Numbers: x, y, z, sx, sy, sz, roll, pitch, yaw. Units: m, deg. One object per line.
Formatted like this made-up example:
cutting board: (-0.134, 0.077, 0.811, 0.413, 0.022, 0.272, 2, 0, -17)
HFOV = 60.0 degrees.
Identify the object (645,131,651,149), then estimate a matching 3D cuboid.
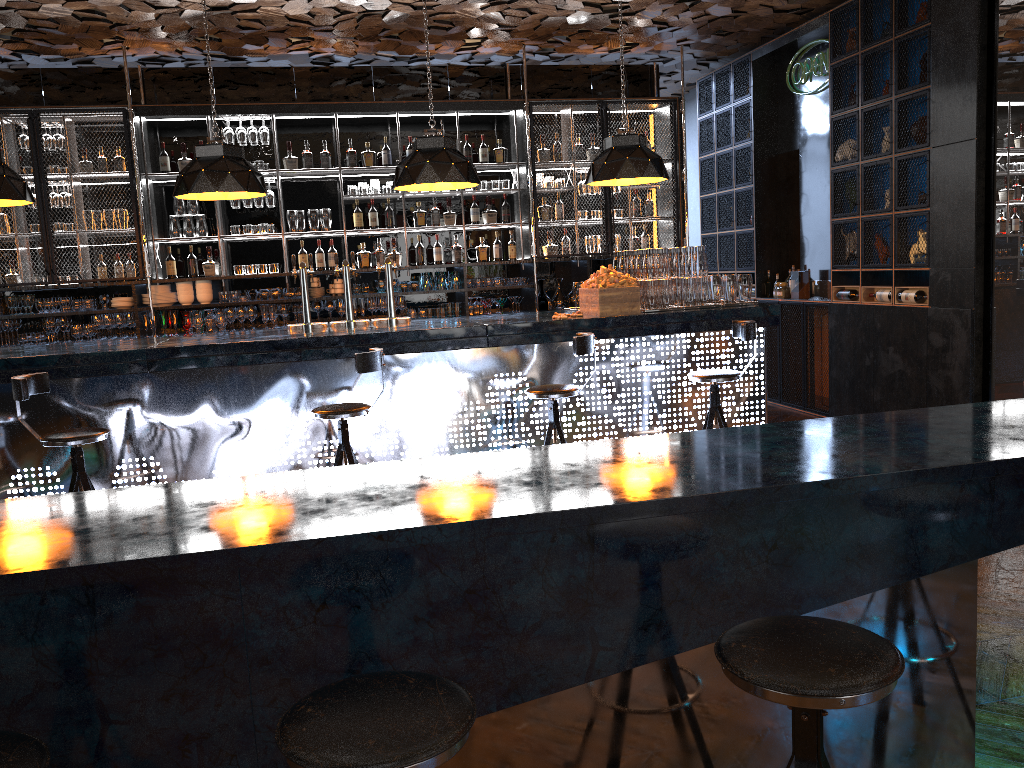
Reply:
object: (1.369, -2.419, 9.015, 0.086, 0.298, 0.086, 3, 10, 41)

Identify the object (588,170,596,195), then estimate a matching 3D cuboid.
object: (0.810, -2.043, 8.982, 0.092, 0.244, 0.092, -6, 8, -18)

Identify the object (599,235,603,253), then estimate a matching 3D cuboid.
object: (0.928, -1.400, 8.980, 0.105, 0.209, 0.105, -7, 8, -27)

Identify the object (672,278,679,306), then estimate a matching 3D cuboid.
object: (1.175, -0.649, 6.269, 0.105, 0.209, 0.105, -1, 8, 13)

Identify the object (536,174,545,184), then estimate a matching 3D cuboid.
object: (0.274, -2.016, 8.710, 0.089, 0.092, 0.089, -1, 8, 13)

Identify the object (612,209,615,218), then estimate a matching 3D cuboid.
object: (0.992, -1.703, 8.897, 0.089, 0.092, 0.089, -7, 8, -28)

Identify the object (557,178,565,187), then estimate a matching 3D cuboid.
object: (0.483, -1.987, 8.773, 0.089, 0.092, 0.089, 3, 10, 38)

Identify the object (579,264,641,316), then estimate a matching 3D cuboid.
object: (0.672, -0.646, 6.032, 0.340, 0.332, 0.464, -4, 8, -9)

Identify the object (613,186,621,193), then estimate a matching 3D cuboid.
object: (1.044, -2.040, 8.865, 0.092, 0.244, 0.092, -6, 8, -18)

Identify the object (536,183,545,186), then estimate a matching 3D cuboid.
object: (0.275, -1.990, 8.713, 0.089, 0.092, 0.089, -1, 8, 13)

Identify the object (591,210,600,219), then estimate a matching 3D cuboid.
object: (0.840, -1.698, 8.926, 0.089, 0.092, 0.089, -5, 8, -11)

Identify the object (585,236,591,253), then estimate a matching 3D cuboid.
object: (0.792, -1.396, 9.005, 0.105, 0.209, 0.105, -7, 8, -27)

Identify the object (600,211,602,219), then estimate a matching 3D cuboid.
object: (0.883, -1.717, 9.049, 0.089, 0.092, 0.089, -9, 9, -36)

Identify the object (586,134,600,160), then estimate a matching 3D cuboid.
object: (0.811, -2.359, 8.870, 0.123, 0.279, 0.123, -4, 8, -8)

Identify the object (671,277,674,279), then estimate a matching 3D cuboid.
object: (1.211, -0.682, 6.507, 0.105, 0.209, 0.105, -1, 8, 13)

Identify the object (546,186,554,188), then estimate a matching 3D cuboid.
object: (0.373, -1.979, 8.762, 0.089, 0.092, 0.089, -1, 8, 13)

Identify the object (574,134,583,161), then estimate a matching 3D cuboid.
object: (0.659, -2.348, 8.836, 0.083, 0.282, 0.083, -5, 8, -12)

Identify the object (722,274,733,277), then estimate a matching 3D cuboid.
object: (1.566, -0.685, 6.394, 0.105, 0.209, 0.105, -1, 8, 13)

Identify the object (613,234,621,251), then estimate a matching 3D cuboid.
object: (1.047, -1.402, 8.946, 0.105, 0.209, 0.105, -7, 8, -27)

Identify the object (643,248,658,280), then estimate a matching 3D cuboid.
object: (0.936, -0.812, 6.007, 0.105, 0.209, 0.105, -1, 8, 13)

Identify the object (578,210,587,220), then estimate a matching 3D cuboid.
object: (0.703, -1.679, 8.839, 0.089, 0.092, 0.089, -7, 8, -28)

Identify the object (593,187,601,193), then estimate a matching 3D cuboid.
object: (0.846, -2.024, 8.822, 0.092, 0.244, 0.092, -6, 8, -18)

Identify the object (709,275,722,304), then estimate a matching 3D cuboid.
object: (1.455, -0.675, 6.363, 0.105, 0.209, 0.105, -1, 8, 13)

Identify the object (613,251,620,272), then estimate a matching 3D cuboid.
object: (0.792, -0.876, 6.549, 0.105, 0.209, 0.105, -1, 8, 13)

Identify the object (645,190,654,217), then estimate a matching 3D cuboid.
object: (1.402, -1.841, 9.063, 0.083, 0.282, 0.083, -3, 7, -2)

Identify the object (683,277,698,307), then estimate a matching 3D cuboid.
object: (1.215, -0.621, 6.039, 0.105, 0.209, 0.105, -1, 8, 13)

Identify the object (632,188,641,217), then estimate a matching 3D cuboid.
object: (1.268, -1.839, 9.036, 0.086, 0.299, 0.086, 2, 9, 36)

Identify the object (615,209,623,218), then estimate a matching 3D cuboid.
object: (1.079, -1.716, 8.961, 0.089, 0.092, 0.089, -7, 8, -28)

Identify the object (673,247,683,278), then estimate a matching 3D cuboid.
object: (1.175, -0.849, 6.186, 0.105, 0.209, 0.105, -1, 8, 13)

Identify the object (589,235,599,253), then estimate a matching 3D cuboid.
object: (0.824, -1.383, 8.895, 0.105, 0.209, 0.105, -7, 8, -27)

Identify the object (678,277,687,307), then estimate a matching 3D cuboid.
object: (1.202, -0.635, 6.154, 0.105, 0.209, 0.105, -1, 8, 13)

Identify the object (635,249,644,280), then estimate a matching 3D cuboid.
object: (0.902, -0.825, 6.118, 0.105, 0.209, 0.105, -1, 8, 13)

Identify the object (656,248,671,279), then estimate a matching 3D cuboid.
object: (1.024, -0.820, 6.030, 0.105, 0.209, 0.105, -1, 8, 13)

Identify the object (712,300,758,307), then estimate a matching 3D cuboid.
object: (1.520, -0.570, 6.271, 0.273, 0.019, 0.437, -5, 8, -12)

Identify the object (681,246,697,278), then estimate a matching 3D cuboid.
object: (1.210, -0.836, 6.075, 0.105, 0.209, 0.105, -1, 8, 13)

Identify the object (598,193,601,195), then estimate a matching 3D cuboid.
object: (0.907, -2.051, 9.003, 0.092, 0.244, 0.092, -6, 8, -18)

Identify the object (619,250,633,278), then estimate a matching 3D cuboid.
object: (0.827, -0.863, 6.438, 0.105, 0.209, 0.105, -1, 8, 13)

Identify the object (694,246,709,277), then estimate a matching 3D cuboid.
object: (1.298, -0.844, 6.098, 0.105, 0.209, 0.105, -1, 8, 13)

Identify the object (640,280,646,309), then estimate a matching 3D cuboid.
object: (0.928, -0.611, 6.086, 0.105, 0.209, 0.105, -1, 8, 13)

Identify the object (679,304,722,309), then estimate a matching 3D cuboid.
object: (1.250, -0.546, 6.199, 0.273, 0.019, 0.437, -5, 8, -12)

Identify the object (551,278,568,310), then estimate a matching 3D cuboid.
object: (0.474, -0.901, 8.878, 0.170, 0.313, 0.170, -6, 8, -18)

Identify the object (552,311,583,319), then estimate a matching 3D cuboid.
object: (0.360, -0.456, 5.885, 0.198, 0.045, 0.377, 1, 8, 26)

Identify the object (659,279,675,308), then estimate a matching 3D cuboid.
object: (1.047, -0.608, 6.008, 0.105, 0.209, 0.105, -1, 8, 13)

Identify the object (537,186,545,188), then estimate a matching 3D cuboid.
object: (0.276, -1.968, 8.716, 0.089, 0.092, 0.089, -1, 8, 13)

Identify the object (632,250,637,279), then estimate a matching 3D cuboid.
object: (0.914, -0.871, 6.462, 0.105, 0.209, 0.105, -1, 8, 13)

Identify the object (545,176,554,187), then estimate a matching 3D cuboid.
object: (0.372, -1.999, 8.759, 0.089, 0.092, 0.089, -1, 8, 13)

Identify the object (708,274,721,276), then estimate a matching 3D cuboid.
object: (1.507, -0.707, 6.584, 0.105, 0.209, 0.105, -9, 9, -37)

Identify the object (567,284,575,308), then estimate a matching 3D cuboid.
object: (0.626, -0.874, 8.857, 0.158, 0.248, 0.158, -6, 8, -18)

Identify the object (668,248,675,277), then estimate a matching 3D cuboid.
object: (1.188, -0.895, 6.529, 0.105, 0.209, 0.105, -1, 8, 13)

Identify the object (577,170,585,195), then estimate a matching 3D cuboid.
object: (0.703, -2.034, 8.959, 0.092, 0.244, 0.092, -6, 8, -18)

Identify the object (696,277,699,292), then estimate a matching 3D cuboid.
object: (1.306, -0.645, 6.184, 0.105, 0.209, 0.105, -1, 8, 13)

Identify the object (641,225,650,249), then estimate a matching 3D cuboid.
object: (1.368, -1.486, 9.112, 0.086, 0.298, 0.086, 2, 9, 36)

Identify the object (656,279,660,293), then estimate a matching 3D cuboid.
object: (1.033, -0.621, 6.116, 0.105, 0.209, 0.105, -1, 8, 13)

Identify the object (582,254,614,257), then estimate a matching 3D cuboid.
object: (0.935, -1.302, 8.966, 0.437, 0.019, 0.273, -5, 8, -12)

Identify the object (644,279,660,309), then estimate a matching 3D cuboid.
object: (0.941, -0.597, 5.972, 0.105, 0.209, 0.105, -1, 8, 13)

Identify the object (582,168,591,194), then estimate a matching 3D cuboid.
object: (0.739, -2.015, 8.799, 0.092, 0.244, 0.092, -6, 8, -18)

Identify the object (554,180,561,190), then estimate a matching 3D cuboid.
object: (0.470, -2.007, 8.937, 0.089, 0.092, 0.089, -1, 8, 13)

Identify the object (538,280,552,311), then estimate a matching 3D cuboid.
object: (0.301, -0.884, 8.841, 0.186, 0.307, 0.186, -4, 8, -7)

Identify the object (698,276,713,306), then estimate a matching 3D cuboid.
object: (1.320, -0.632, 6.076, 0.105, 0.209, 0.105, -1, 8, 13)

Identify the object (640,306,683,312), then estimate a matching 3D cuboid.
object: (0.976, -0.522, 6.131, 0.273, 0.019, 0.437, -5, 8, -12)
